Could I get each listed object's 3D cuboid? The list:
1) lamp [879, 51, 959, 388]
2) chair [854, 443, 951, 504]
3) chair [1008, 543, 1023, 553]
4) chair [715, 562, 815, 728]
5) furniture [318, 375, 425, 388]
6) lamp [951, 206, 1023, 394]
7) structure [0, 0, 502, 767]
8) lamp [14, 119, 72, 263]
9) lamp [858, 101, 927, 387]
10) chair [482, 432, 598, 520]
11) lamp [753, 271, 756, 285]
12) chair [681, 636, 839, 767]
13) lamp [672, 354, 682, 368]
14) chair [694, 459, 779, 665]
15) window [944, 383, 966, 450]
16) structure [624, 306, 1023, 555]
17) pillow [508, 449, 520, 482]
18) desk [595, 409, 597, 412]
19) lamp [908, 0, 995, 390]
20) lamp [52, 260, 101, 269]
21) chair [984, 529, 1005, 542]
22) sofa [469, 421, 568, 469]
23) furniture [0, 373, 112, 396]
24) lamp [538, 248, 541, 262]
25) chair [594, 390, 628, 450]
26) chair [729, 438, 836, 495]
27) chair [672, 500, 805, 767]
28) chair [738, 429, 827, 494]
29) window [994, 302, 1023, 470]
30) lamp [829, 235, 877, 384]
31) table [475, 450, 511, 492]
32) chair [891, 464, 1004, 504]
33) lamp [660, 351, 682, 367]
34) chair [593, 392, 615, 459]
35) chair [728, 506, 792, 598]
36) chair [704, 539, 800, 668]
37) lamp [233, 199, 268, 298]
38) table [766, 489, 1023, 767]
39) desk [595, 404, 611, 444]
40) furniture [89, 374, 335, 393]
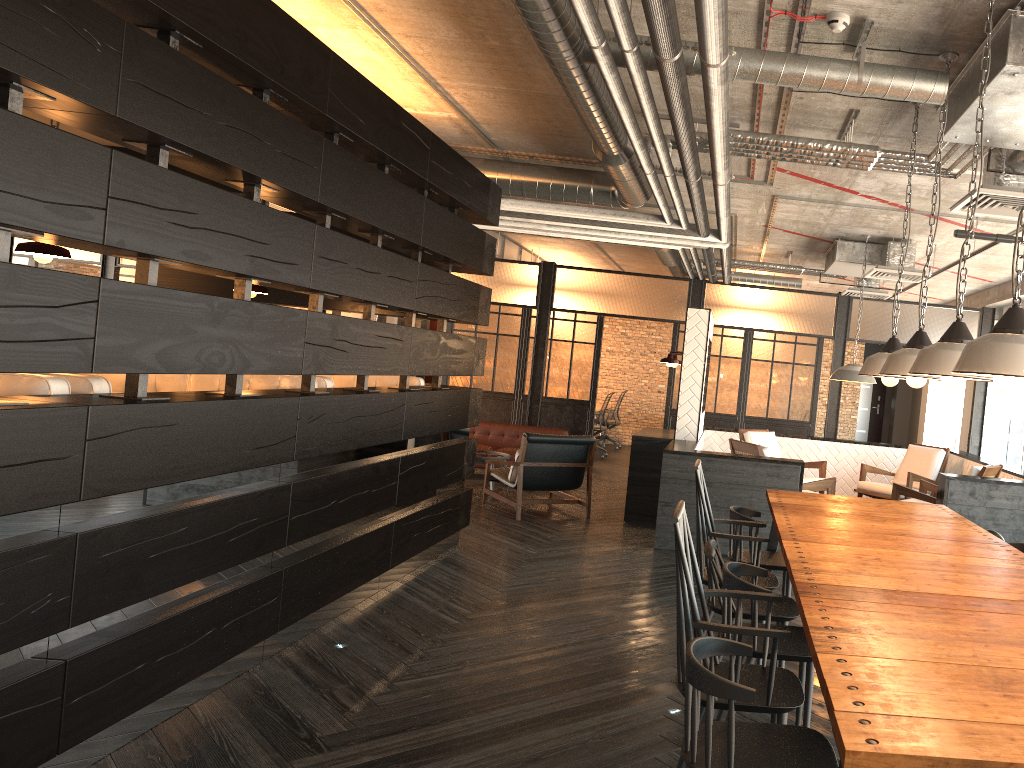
[{"bbox_3d":[2.008,-0.844,3.957,0.328,1.736,0.404,6,1,25],"label":"lamp"},{"bbox_3d":[4.504,1.146,9.551,1.087,0.906,0.612,5,1,-35],"label":"chair"},{"bbox_3d":[2.546,1.211,4.420,0.446,0.737,0.378,5,1,4],"label":"chair"},{"bbox_3d":[1.013,1.099,3.272,0.446,0.737,0.378,5,1,4],"label":"chair"},{"bbox_3d":[-1.668,0.489,5.797,1.896,1.260,0.587,5,1,-1],"label":"furniture"},{"bbox_3d":[1.655,-0.834,2.627,0.386,1.736,0.346,5,1,-6],"label":"lamp"},{"bbox_3d":[-3.998,-0.413,3.546,6.115,2.741,5.547,6,2,5],"label":"structure"},{"bbox_3d":[-2.014,-1.054,3.652,0.184,1.050,0.203,6,1,14],"label":"lamp"},{"bbox_3d":[2.184,-0.848,4.622,0.328,1.736,0.404,6,1,25],"label":"lamp"},{"bbox_3d":[0.256,0.834,8.116,0.861,0.795,0.877,5,2,-28],"label":"chair"},{"bbox_3d":[4.034,-1.283,14.109,0.290,0.857,3.501,6,2,15],"label":"lamp"},{"bbox_3d":[0.658,1.098,2.266,0.446,0.737,0.378,5,1,4],"label":"chair"},{"bbox_3d":[1.787,-0.262,9.056,0.260,0.171,0.168,5,2,-28],"label":"lamp"},{"bbox_3d":[1.123,0.929,4.237,0.490,1.032,0.464,5,1,5],"label":"chair"},{"bbox_3d":[7.552,0.317,13.709,0.239,2.873,2.555,6,1,15],"label":"window"},{"bbox_3d":[3.349,0.451,8.791,3.965,2.114,3.750,6,2,5],"label":"structure"},{"bbox_3d":[0.328,0.792,7.953,0.780,0.334,0.218,4,1,-32],"label":"pillow"},{"bbox_3d":[0.795,0.751,13.287,0.788,0.720,1.684,6,2,11],"label":"desk"},{"bbox_3d":[1.832,-0.839,3.292,0.341,1.736,0.391,6,1,18],"label":"lamp"},{"bbox_3d":[-7.097,-2.355,13.522,0.290,0.857,3.501,6,2,15],"label":"lamp"},{"bbox_3d":[2.592,1.206,4.863,0.465,0.725,0.378,5,1,4],"label":"chair"},{"bbox_3d":[-0.155,0.807,10.084,1.632,0.637,0.669,6,1,0],"label":"sofa"},{"bbox_3d":[-2.460,0.511,2.811,1.891,1.260,1.071,6,1,1],"label":"furniture"},{"bbox_3d":[0.799,-1.595,13.938,0.290,0.857,3.501,6,2,15],"label":"lamp"},{"bbox_3d":[1.678,0.609,14.959,0.698,1.062,0.702,6,1,6],"label":"chair"},{"bbox_3d":[2.529,1.010,7.847,1.069,0.906,0.626,5,1,-26],"label":"chair"},{"bbox_3d":[0.731,0.940,2.757,0.490,1.032,0.464,5,1,5],"label":"chair"},{"bbox_3d":[3.029,1.007,9.386,0.835,0.906,0.797,4,2,-44],"label":"chair"},{"bbox_3d":[6.812,0.338,10.918,0.239,2.873,2.555,6,1,15],"label":"window"},{"bbox_3d":[3.669,-0.794,8.768,0.484,1.544,0.535,6,1,14],"label":"lamp"},{"bbox_3d":[-0.400,0.946,9.156,0.728,0.372,0.700,6,2,1],"label":"table"},{"bbox_3d":[4.086,1.161,7.895,0.802,0.906,0.831,7,2,41],"label":"chair"},{"bbox_3d":[1.598,-0.257,8.343,0.260,0.171,0.168,5,2,-28],"label":"lamp"},{"bbox_3d":[1.240,0.621,13.309,0.698,1.062,0.702,6,1,6],"label":"chair"},{"bbox_3d":[1.427,1.090,4.752,0.446,0.737,0.378,5,1,4],"label":"chair"},{"bbox_3d":[1.065,1.093,3.763,0.465,0.725,0.378,5,1,4],"label":"chair"},{"bbox_3d":[-1.596,-1.065,5.226,0.200,1.050,0.187,5,1,-2],"label":"lamp"},{"bbox_3d":[1.668,1.129,3.473,1.164,0.791,3.845,6,2,13],"label":"table"},{"bbox_3d":[1.227,0.739,14.918,0.788,0.720,1.684,6,2,11],"label":"desk"},{"bbox_3d":[-2.017,0.498,4.480,1.891,1.260,1.071,6,1,1],"label":"furniture"}]
